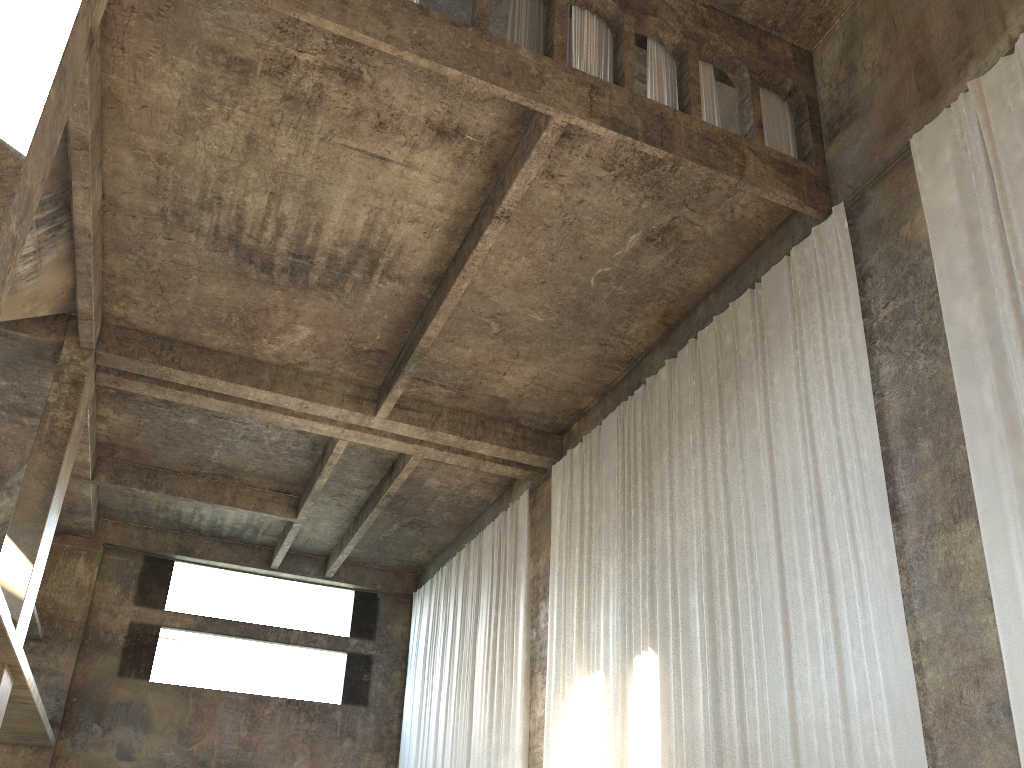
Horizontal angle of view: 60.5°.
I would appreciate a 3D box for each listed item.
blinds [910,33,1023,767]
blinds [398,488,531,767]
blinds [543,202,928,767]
[{"bbox_3d":[5.457,-0.659,4.206,0.277,8.191,8.186,12,-29,-18],"label":"blinds"},{"bbox_3d":[-1.335,7.546,18.879,0.277,8.191,8.174,13,-29,-19],"label":"blinds"},{"bbox_3d":[2.067,3.437,11.532,0.277,8.191,8.186,12,-29,-18],"label":"blinds"}]
